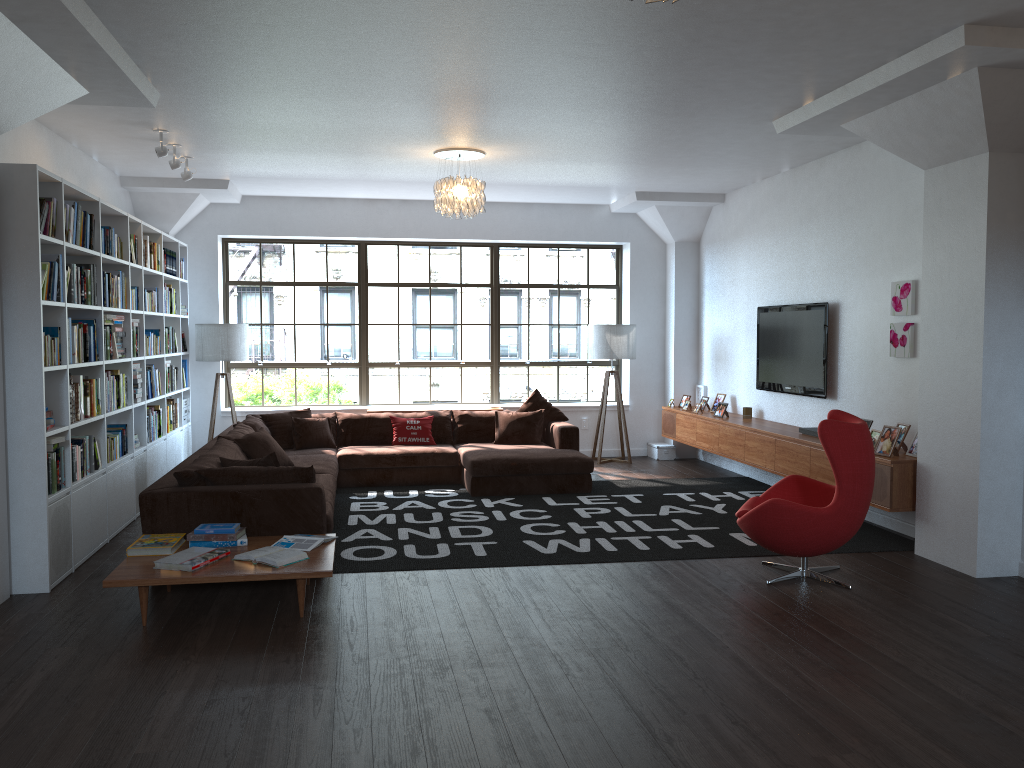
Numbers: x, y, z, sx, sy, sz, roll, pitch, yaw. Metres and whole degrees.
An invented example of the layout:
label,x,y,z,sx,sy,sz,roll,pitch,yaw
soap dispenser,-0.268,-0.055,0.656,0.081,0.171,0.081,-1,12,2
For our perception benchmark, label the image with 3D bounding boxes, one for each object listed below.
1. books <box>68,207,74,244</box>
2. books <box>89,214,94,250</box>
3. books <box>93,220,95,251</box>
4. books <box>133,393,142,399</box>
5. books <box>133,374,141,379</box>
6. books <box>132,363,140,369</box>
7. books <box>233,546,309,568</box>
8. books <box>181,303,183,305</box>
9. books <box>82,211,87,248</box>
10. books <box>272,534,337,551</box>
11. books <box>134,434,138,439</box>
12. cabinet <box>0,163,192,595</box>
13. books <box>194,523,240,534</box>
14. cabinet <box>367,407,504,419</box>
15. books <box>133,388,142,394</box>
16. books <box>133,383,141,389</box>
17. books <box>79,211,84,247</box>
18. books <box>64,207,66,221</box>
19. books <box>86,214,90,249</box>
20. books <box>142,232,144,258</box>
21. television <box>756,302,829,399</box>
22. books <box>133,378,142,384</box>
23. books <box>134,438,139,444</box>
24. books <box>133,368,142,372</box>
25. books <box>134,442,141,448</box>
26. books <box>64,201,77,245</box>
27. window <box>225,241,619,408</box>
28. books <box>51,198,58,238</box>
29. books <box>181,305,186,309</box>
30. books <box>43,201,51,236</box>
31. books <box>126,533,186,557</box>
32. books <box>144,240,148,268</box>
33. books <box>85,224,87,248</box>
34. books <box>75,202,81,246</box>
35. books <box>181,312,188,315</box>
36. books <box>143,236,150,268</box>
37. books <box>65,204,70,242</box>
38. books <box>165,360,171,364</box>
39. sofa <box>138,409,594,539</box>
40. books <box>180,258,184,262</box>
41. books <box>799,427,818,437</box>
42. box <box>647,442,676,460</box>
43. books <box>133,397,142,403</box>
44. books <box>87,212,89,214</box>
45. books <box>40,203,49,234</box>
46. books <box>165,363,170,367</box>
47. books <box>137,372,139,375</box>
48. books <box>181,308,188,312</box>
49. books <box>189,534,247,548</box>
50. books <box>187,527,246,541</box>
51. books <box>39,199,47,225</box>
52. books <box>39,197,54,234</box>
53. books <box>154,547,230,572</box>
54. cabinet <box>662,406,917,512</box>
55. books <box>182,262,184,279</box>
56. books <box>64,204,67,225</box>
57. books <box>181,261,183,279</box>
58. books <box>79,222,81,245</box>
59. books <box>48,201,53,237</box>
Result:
label,x,y,z,sx,sy,sz,roll,pitch,yaw
books,-2.862,-0.997,5.580,0.174,0.242,0.105,-1,3,-10
books,-2.938,-1.028,6.016,0.182,0.255,0.077,-1,3,-10
books,-2.959,-1.022,6.083,0.167,0.233,0.077,-1,3,-10
books,-3.186,0.095,7.272,0.251,0.037,0.160,0,3,-5
books,-3.176,-0.061,7.274,0.223,0.032,0.161,-1,3,-10
books,-3.162,-0.146,7.258,0.185,0.041,0.129,0,3,4
books,-1.290,0.917,4.743,0.342,0.040,0.231,2,4,30
books,-3.520,-0.820,9.124,0.204,0.025,0.144,1,3,20
books,-2.900,-1.016,5.831,0.182,0.253,0.098,-1,3,-10
books,-1.197,0.897,5.108,0.256,0.035,0.350,1,3,15
books,-3.218,0.437,7.255,0.254,0.032,0.174,0,3,-5
cabinet,-3.255,-0.138,7.158,0.461,2.414,4.500,-1,3,-10
books,-1.688,0.830,5.088,0.224,0.027,0.157,0,3,-5
cabinet,-0.873,0.593,10.057,1.520,0.625,0.350,-1,3,-10
books,-3.194,0.056,7.293,0.259,0.040,0.180,-1,3,-10
books,-3.178,0.014,7.279,0.231,0.044,0.168,-1,3,-15
books,-2.896,-1.012,5.798,0.159,0.248,0.089,-1,3,-10
books,-2.837,-0.979,5.456,0.161,0.222,0.084,-1,3,-10
books,-2.919,-1.017,5.916,0.174,0.243,0.085,-1,3,-10
books,-3.191,-1.135,7.503,0.140,0.298,0.044,-1,3,-10
television,2.535,-0.316,8.107,0.013,0.816,1.324,-1,3,-10
books,-3.181,-0.026,7.268,0.253,0.040,0.183,-1,3,-10
books,-3.213,0.469,7.255,0.284,0.033,0.197,-2,4,-25
books,-3.160,-0.114,7.267,0.208,0.024,0.144,0,3,-5
books,-3.213,0.504,7.257,0.284,0.035,0.197,-1,3,-10
books,-2.883,-1.026,5.664,0.176,0.293,0.125,-1,3,-10
window,-0.970,-0.698,10.520,4.648,1.905,0.114,-1,3,-10
books,-2.814,-0.987,5.288,0.170,0.251,0.118,-1,3,-10
books,-3.516,-0.792,9.123,0.254,0.032,0.174,1,4,25
books,-2.791,-0.964,5.183,0.161,0.218,0.101,-1,3,-10
books,-1.990,0.900,4.976,0.241,0.045,0.334,0,3,-9
books,-3.233,-1.117,7.635,0.171,0.246,0.057,-1,3,-10
books,-2.918,-1.020,5.875,0.182,0.255,0.077,-1,3,-10
books,-2.898,-1.029,5.725,0.197,0.290,0.136,-1,3,-10
books,-3.519,-0.725,9.131,0.284,0.035,0.197,1,3,20
books,-3.250,-1.143,7.715,0.176,0.290,0.053,-1,3,-10
books,-2.856,-0.998,5.527,0.170,0.251,0.118,-1,3,-10
books,-3.360,-0.207,8.370,0.224,0.030,0.161,0,3,0
sofa,-0.841,0.717,7.526,3.481,0.664,4.197,-1,3,-10
books,-3.513,-1.203,9.293,0.140,0.231,0.042,-1,3,-10
books,2.599,0.408,7.372,0.250,0.053,0.400,-1,3,-10
box,1.772,0.797,10.526,0.228,0.165,0.368,-1,3,-10
books,-3.183,0.133,7.271,0.246,0.038,0.171,-1,3,-10
books,-2.951,-1.030,5.965,0.180,0.265,0.103,-1,3,-10
books,-2.788,-0.955,5.118,0.167,0.210,0.162,-1,3,-10
books,-3.358,-0.177,8.364,0.223,0.031,0.161,-1,3,-10
books,-3.150,-0.089,7.263,0.161,0.026,0.223,-1,3,-21
books,-3.519,-0.759,9.129,0.284,0.033,0.197,0,3,5
books,-1.688,0.898,5.090,0.312,0.037,0.216,-1,3,-20
books,-1.693,0.862,5.091,0.279,0.035,0.191,0,3,0
books,-2.763,-0.953,5.030,0.182,0.215,0.188,-1,3,-10
books,-2.808,-0.983,5.245,0.159,0.248,0.089,-1,3,-10
books,-1.687,0.922,4.682,0.236,0.035,0.340,1,3,15
cabinet,2.368,0.559,8.193,0.459,0.350,4.501,-1,3,-10
books,-3.502,-1.181,9.256,0.139,0.191,0.036,-1,3,-10
books,-2.850,-0.994,5.484,0.159,0.248,0.089,-1,3,-10
books,-3.497,-1.181,9.215,0.136,0.196,0.045,-1,3,-10
books,-2.895,-0.997,5.767,0.161,0.222,0.083,-1,3,-10
books,-2.794,-0.968,5.217,0.161,0.222,0.084,-1,3,-10
